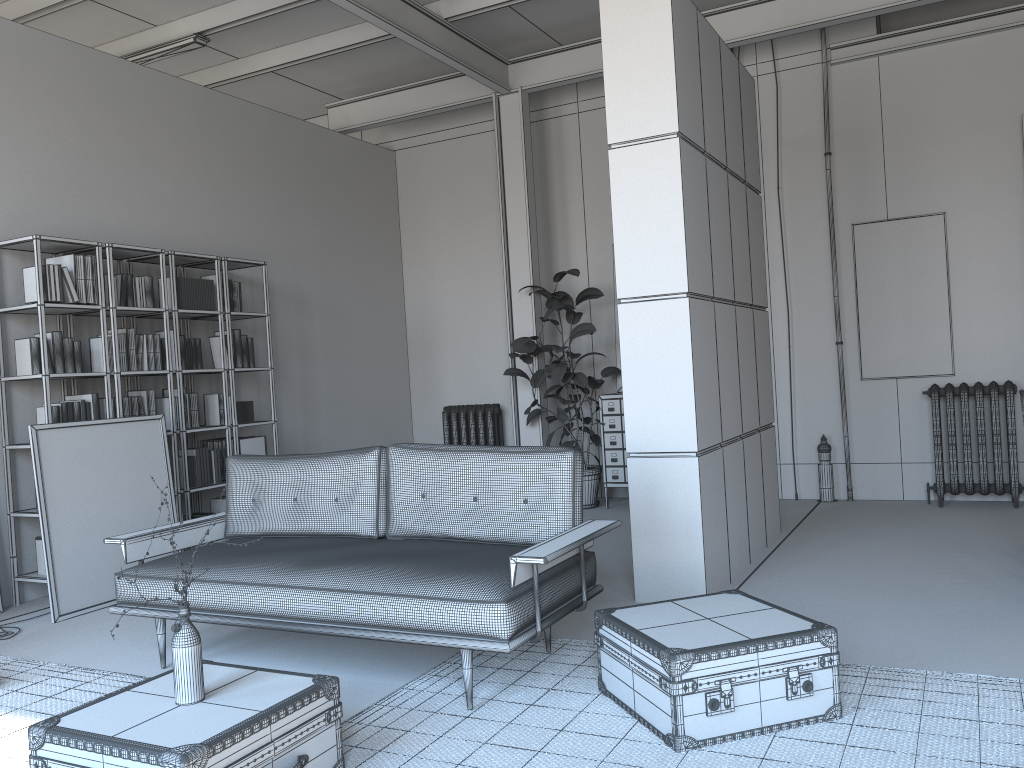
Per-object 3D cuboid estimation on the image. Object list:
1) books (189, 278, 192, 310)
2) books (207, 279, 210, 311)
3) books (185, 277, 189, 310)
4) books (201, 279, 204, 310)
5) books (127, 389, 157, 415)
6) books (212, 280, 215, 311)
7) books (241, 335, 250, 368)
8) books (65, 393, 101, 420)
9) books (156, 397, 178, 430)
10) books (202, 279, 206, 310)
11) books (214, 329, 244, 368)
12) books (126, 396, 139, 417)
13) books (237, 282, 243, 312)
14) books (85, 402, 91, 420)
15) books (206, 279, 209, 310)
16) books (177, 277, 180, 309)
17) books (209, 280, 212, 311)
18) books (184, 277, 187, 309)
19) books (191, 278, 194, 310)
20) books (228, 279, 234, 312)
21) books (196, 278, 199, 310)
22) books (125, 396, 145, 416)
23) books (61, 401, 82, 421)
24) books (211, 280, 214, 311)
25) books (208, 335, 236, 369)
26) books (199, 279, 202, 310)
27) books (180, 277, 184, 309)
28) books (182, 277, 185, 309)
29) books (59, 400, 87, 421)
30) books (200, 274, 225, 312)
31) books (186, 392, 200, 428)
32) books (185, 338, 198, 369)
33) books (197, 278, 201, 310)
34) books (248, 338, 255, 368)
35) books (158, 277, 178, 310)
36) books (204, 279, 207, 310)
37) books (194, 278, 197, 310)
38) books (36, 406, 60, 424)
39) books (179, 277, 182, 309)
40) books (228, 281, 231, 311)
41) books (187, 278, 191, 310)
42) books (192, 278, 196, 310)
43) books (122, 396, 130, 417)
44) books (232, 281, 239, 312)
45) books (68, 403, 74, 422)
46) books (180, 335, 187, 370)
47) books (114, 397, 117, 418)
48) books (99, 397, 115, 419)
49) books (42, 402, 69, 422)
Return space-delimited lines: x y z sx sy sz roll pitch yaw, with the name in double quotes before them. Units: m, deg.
"books" -2.390 -0.643 6.417 0.182 0.240 0.016 -3 1 27
"books" -2.311 -0.650 6.571 0.182 0.240 0.016 -3 1 27
"books" -2.404 -0.642 6.389 0.182 0.240 0.016 -3 1 27
"books" -2.339 -0.647 6.515 0.182 0.240 0.016 -3 1 27
"books" -2.599 0.193 6.221 0.222 0.303 0.071 -3 1 27
"books" -2.289 -0.651 6.613 0.182 0.240 0.016 -3 1 27
"books" -2.154 -0.246 6.929 0.195 0.266 0.091 -3 1 27
"books" -2.787 0.214 5.772 0.243 0.299 0.048 -3 1 17
"books" -2.494 0.216 6.383 0.178 0.244 0.057 -3 1 27
"books" -2.332 -0.648 6.529 0.182 0.240 0.016 -3 1 27
"books" -2.178 -0.265 6.839 0.224 0.304 0.071 -3 1 27
"books" -2.647 0.218 6.082 0.193 0.265 0.062 -3 1 27
"books" -2.181 -0.667 6.909 0.168 0.243 0.029 -3 1 22
"books" -2.804 0.241 5.725 0.194 0.241 0.030 -3 1 14
"books" -2.318 -0.649 6.557 0.182 0.240 0.016 -3 1 27
"books" -2.440 -0.639 6.319 0.182 0.240 0.016 -3 1 27
"books" -2.304 -0.650 6.585 0.182 0.240 0.016 -3 1 27
"books" -2.411 -0.642 6.375 0.182 0.240 0.016 -3 1 27
"books" -2.382 -0.644 6.431 0.182 0.240 0.016 -3 1 27
"books" -2.232 -0.669 6.837 0.189 0.258 0.027 -3 1 27
"books" -2.361 -0.646 6.473 0.182 0.240 0.016 -3 1 27
"books" -2.632 0.217 6.156 0.193 0.267 0.084 -3 1 26
"books" -2.830 0.239 5.658 0.180 0.248 0.054 -3 1 17
"books" -2.296 -0.651 6.599 0.182 0.240 0.016 -3 1 27
"books" -2.210 -0.240 6.773 0.195 0.268 0.084 -3 1 28
"books" -2.347 -0.647 6.501 0.182 0.240 0.016 -3 1 27
"books" -2.425 -0.640 6.347 0.182 0.240 0.016 -3 1 27
"books" -2.418 -0.641 6.361 0.182 0.240 0.016 -3 1 27
"books" -2.813 0.233 5.695 0.189 0.258 0.027 -3 1 17
"books" -2.273 -0.683 6.765 0.243 0.299 0.048 -3 1 27
"books" -2.411 0.199 6.540 0.193 0.265 0.091 -3 1 27
"books" -2.422 -0.212 6.599 0.180 0.244 0.057 -3 1 27
"books" -2.354 -0.646 6.487 0.182 0.240 0.016 -3 1 27
"books" -2.113 -0.238 7.001 0.180 0.244 0.057 -3 1 27
"books" -2.447 -0.639 6.306 0.182 0.240 0.016 -3 1 27
"books" -2.325 -0.649 6.543 0.182 0.240 0.016 -3 1 27
"books" -2.368 -0.645 6.459 0.182 0.240 0.016 -3 1 27
"books" -2.883 0.252 5.523 0.162 0.229 0.053 -3 1 25
"books" -2.433 -0.640 6.333 0.182 0.240 0.016 -3 1 27
"books" -2.246 -0.660 6.809 0.194 0.241 0.030 -3 1 24
"books" -2.397 -0.643 6.403 0.182 0.240 0.016 -3 1 27
"books" -2.375 -0.644 6.445 0.182 0.240 0.016 -3 1 27
"books" -2.687 0.221 6.030 0.193 0.265 0.062 -3 1 27
"books" -2.209 -0.667 6.870 0.180 0.248 0.054 -3 1 27
"books" -2.850 0.243 5.614 0.168 0.243 0.029 -3 1 12
"books" -2.480 -0.219 6.493 0.195 0.266 0.091 -3 1 27
"books" -2.712 0.223 5.971 0.193 0.265 0.062 -3 1 27
"books" -2.736 0.225 5.911 0.193 0.265 0.062 -3 1 27
"books" -2.863 0.243 5.575 0.170 0.245 0.043 -3 1 17
